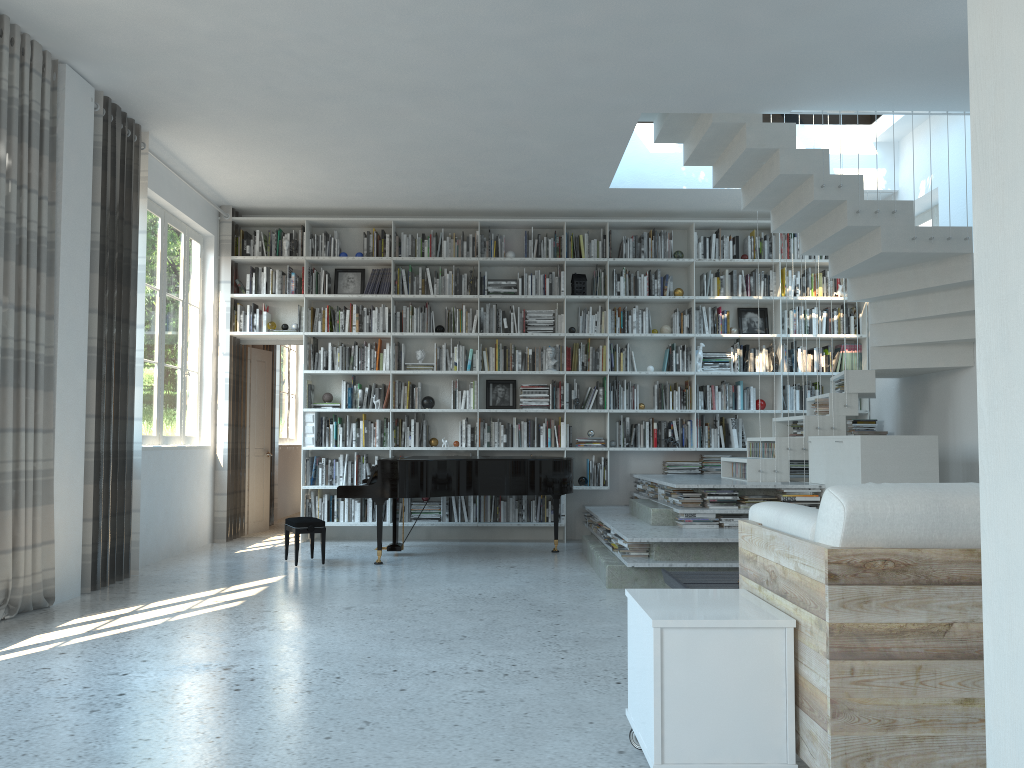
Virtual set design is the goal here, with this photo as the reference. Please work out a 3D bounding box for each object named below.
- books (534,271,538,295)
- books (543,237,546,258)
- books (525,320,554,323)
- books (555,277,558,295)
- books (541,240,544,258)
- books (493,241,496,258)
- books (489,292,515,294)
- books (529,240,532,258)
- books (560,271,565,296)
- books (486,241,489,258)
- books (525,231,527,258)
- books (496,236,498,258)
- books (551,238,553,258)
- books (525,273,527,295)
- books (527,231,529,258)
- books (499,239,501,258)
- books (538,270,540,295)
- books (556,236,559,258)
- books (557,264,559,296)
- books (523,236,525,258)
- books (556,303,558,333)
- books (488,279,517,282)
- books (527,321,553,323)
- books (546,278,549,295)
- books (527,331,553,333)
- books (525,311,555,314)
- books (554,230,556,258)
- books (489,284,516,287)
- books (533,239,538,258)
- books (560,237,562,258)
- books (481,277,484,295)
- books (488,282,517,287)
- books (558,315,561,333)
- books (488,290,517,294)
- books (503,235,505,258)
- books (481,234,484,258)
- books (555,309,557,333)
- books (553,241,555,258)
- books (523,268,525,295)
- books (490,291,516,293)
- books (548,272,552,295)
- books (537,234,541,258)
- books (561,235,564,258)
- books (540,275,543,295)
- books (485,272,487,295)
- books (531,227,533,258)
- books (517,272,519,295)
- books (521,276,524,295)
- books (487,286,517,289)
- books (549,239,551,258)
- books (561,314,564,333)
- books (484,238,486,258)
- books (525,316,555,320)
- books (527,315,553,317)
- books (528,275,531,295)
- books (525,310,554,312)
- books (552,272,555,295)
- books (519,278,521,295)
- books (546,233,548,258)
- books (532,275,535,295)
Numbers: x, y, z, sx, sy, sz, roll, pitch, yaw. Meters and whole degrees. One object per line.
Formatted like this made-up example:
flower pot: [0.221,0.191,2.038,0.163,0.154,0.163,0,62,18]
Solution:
books: [0.240,-0.978,8.810,0.029,0.273,0.140,0,-3,-1]
books: [0.326,-1.327,8.811,0.023,0.236,0.154,0,-3,-1]
books: [0.276,-0.616,8.777,0.285,0.012,0.159,0,-4,2]
books: [0.438,-0.944,8.785,0.029,0.202,0.191,0,-3,-1]
books: [0.298,-1.311,8.804,0.033,0.202,0.166,0,-3,-1]
books: [-0.173,-1.308,8.807,0.023,0.195,0.172,0,-3,-1]
books: [-0.096,-0.886,8.782,0.254,0.012,0.161,0,-4,4]
books: [0.178,-1.313,8.822,0.031,0.208,0.147,0,-3,-1]
books: [0.494,-0.965,8.731,0.037,0.237,0.272,0,-3,-1]
books: [-0.244,-1.308,8.800,0.026,0.194,0.166,0,-3,-1]
books: [0.135,-1.356,8.803,0.014,0.292,0.176,0,-3,-1]
books: [-0.148,-1.334,8.815,0.014,0.248,0.139,0,-3,-1]
books: [0.396,-1.324,8.834,0.026,0.233,0.137,0,-3,-1]
books: [0.137,-0.962,8.787,0.021,0.237,0.171,0,-3,-1]
books: [0.158,-1.357,8.812,0.011,0.296,0.157,0,-3,-1]
books: [-0.121,-1.320,8.804,0.016,0.219,0.144,0,-3,-1]
books: [0.266,-0.978,8.790,0.023,0.269,0.185,0,-3,-1]
books: [0.449,-1.330,8.815,0.028,0.243,0.161,0,-3,-1]
books: [0.459,-1.009,8.797,0.012,0.334,0.156,0,-3,-1]
books: [0.122,-1.332,8.819,0.012,0.245,0.151,0,-3,-1]
books: [0.445,-0.635,8.785,0.012,0.318,0.140,0,-3,-1]
books: [-0.094,-1.013,8.800,0.285,0.024,0.159,0,-4,-1]
books: [0.276,-0.604,8.781,0.254,0.012,0.161,0,-4,0]
books: [0.349,-0.937,8.782,0.029,0.188,0.176,0,-3,-1]
books: [0.276,-0.507,8.772,0.254,0.012,0.161,0,-4,2]
books: [0.276,-0.703,8.777,0.285,0.012,0.159,1,-4,-6]
books: [0.429,-1.362,8.824,0.012,0.308,0.138,0,-3,-1]
books: [-0.094,-0.965,8.788,0.254,0.025,0.161,0,-4,-5]
books: [0.228,-1.315,8.805,0.050,0.210,0.173,0,-3,-1]
books: [0.484,-1.328,8.817,0.014,0.238,0.153,0,-3,-1]
books: [-0.293,-0.946,8.773,0.027,0.201,0.167,0,-3,-1]
books: [-0.094,-0.989,8.794,0.285,0.024,0.159,0,-4,1]
books: [0.466,-0.575,8.779,0.029,0.198,0.172,0,-3,-1]
books: [-0.096,-0.911,8.788,0.285,0.012,0.159,0,-4,-4]
books: [-0.080,-1.338,8.806,0.011,0.256,0.143,0,-3,-1]
books: [-0.292,-1.338,8.795,0.026,0.253,0.185,0,-3,-1]
books: [0.433,-0.604,8.767,0.012,0.254,0.161,0,-3,-1]
books: [0.416,-1.310,8.828,0.014,0.204,0.135,0,-3,-1]
books: [0.122,-0.986,8.773,0.011,0.284,0.190,0,-3,-1]
books: [-0.096,-0.898,8.787,0.254,0.012,0.161,0,-4,-4]
books: [0.379,-0.967,8.783,0.032,0.248,0.173,0,-3,-1]
books: [0.267,-1.343,8.825,0.028,0.269,0.140,0,-3,-1]
books: [0.502,-1.336,8.824,0.022,0.257,0.137,0,-3,-1]
books: [0.289,-0.955,8.780,0.023,0.222,0.191,0,-3,-1]
books: [-0.256,-0.970,8.767,0.021,0.249,0.191,0,-3,-1]
books: [0.199,-1.376,8.803,0.010,0.331,0.186,0,-3,-1]
books: [0.061,-0.970,8.787,0.012,0.254,0.161,0,-3,-1]
books: [0.103,-0.953,8.812,0.024,0.223,0.128,0,-3,-1]
books: [-0.094,-0.940,8.784,0.285,0.024,0.159,0,-4,4]
books: [0.372,-1.311,8.789,0.023,0.202,0.193,0,-3,-1]
books: [0.495,-0.578,8.785,0.030,0.205,0.158,0,-3,-1]
books: [-0.268,-1.324,8.813,0.023,0.227,0.157,0,-3,-1]
books: [0.276,-0.652,8.784,0.285,0.012,0.159,0,-4,-2]
books: [0.276,-0.665,8.776,0.254,0.012,0.161,0,-4,4]
books: [0.172,-0.951,8.785,0.027,0.216,0.190,0,-3,-1]
books: [0.276,-0.715,8.785,0.285,0.012,0.159,0,-4,1]
books: [0.409,-0.972,8.800,0.029,0.261,0.133,0,-3,-1]
books: [0.079,-0.937,8.781,0.025,0.187,0.193,0,-3,-1]
books: [0.343,-1.345,8.797,0.010,0.270,0.180,0,-3,-1]
books: [0.211,-0.952,8.788,0.028,0.219,0.183,0,-3,-1]
